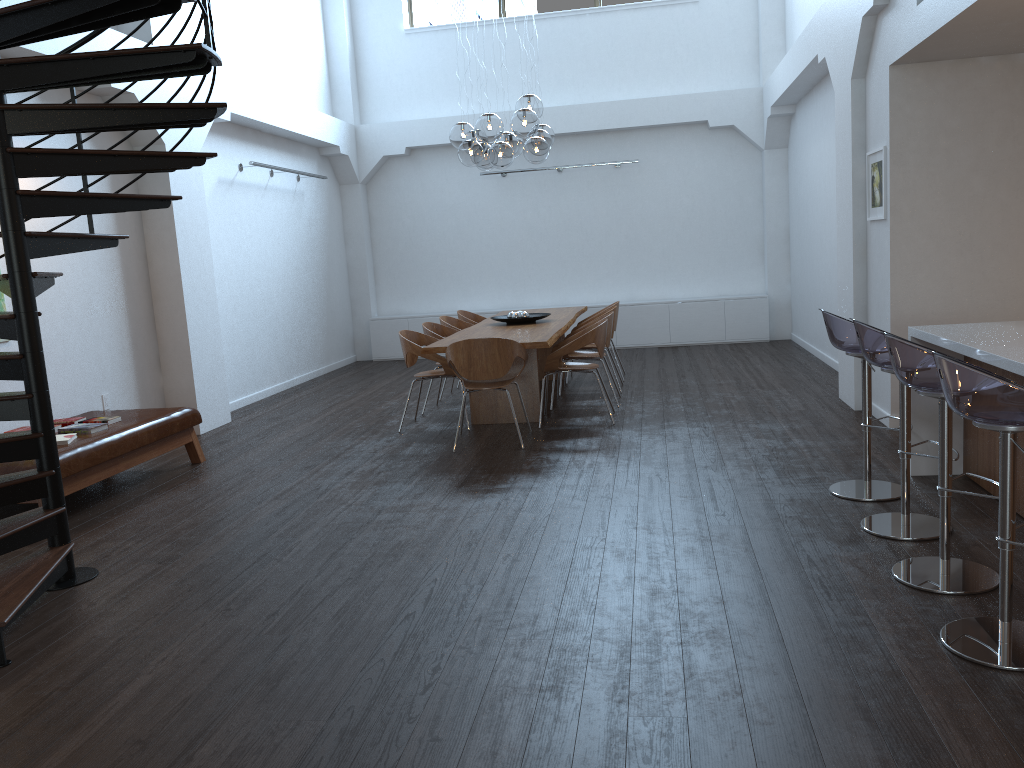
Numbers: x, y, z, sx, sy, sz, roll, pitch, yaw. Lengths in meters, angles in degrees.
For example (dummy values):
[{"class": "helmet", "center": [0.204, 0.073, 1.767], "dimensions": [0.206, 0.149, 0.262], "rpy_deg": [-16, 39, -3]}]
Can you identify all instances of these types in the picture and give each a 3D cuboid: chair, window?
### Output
[{"class": "chair", "center": [-0.638, -0.060, 7.583], "dimensions": [0.617, 0.830, 0.629], "rpy_deg": [-3, 9, 9]}, {"class": "chair", "center": [1.735, 0.284, 3.547], "dimensions": [0.481, 1.014, 0.530], "rpy_deg": [-3, 8, 7]}, {"class": "chair", "center": [-0.180, 0.034, 6.750], "dimensions": [0.629, 0.833, 0.618], "rpy_deg": [-3, 8, 4]}, {"class": "chair", "center": [-0.286, -0.418, 9.840], "dimensions": [0.618, 0.833, 0.629], "rpy_deg": [-3, 9, 9]}, {"class": "window", "center": [0.496, -5.834, 12.437], "dimensions": [3.970, 1.308, 0.005], "rpy_deg": [-3, 9, 9]}, {"class": "chair", "center": [0.529, -0.109, 7.386], "dimensions": [0.618, 0.833, 0.629], "rpy_deg": [-3, 8, 7]}, {"class": "chair", "center": [0.782, -0.350, 8.891], "dimensions": [0.618, 0.833, 0.629], "rpy_deg": [-3, 9, 9]}, {"class": "chair", "center": [1.849, 0.184, 4.166], "dimensions": [0.481, 1.014, 0.530], "rpy_deg": [-3, 8, 7]}, {"class": "chair", "center": [-0.418, -0.296, 9.080], "dimensions": [0.618, 0.833, 0.629], "rpy_deg": [-3, 9, 9]}, {"class": "chair", "center": [1.917, 0.087, 4.788], "dimensions": [0.481, 1.014, 0.530], "rpy_deg": [-2, 9, 11]}, {"class": "chair", "center": [-0.515, -0.178, 8.332], "dimensions": [0.618, 0.833, 0.629], "rpy_deg": [-2, 9, 11]}, {"class": "chair", "center": [0.899, -0.469, 9.640], "dimensions": [0.618, 0.833, 0.629], "rpy_deg": [-3, 9, 9]}, {"class": "chair", "center": [1.639, 0.382, 2.931], "dimensions": [0.481, 1.014, 0.530], "rpy_deg": [-2, 9, 11]}, {"class": "chair", "center": [0.665, -0.231, 8.145], "dimensions": [0.618, 0.833, 0.629], "rpy_deg": [-3, 9, 9]}]

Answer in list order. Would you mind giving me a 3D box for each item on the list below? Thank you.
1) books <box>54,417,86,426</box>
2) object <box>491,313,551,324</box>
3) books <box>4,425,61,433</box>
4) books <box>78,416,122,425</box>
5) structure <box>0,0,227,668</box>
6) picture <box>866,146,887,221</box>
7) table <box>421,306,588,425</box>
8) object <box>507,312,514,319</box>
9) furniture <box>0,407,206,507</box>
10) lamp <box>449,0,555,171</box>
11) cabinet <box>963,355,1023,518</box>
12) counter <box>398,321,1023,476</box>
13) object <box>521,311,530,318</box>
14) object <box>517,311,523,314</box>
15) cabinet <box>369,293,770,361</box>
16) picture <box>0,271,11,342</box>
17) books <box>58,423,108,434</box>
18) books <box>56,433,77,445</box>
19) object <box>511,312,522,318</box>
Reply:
[{"class": "books", "center": [-3.117, 0.266, 6.190], "dimensions": [0.224, 0.036, 0.161], "rpy_deg": [-3, 8, 4]}, {"class": "object", "center": [0.087, -0.626, 8.571], "dimensions": [0.592, 0.066, 0.592], "rpy_deg": [-9, 10, -32]}, {"class": "books", "center": [-3.165, 0.313, 5.866], "dimensions": [0.283, 0.043, 0.197], "rpy_deg": [-3, 9, 9]}, {"class": "books", "center": [-2.843, 0.257, 6.119], "dimensions": [0.224, 0.032, 0.161], "rpy_deg": [-3, 9, 9]}, {"class": "structure", "center": [-2.326, -1.195, 4.005], "dimensions": [1.998, 4.352, 1.998], "rpy_deg": [-9, 10, -30]}, {"class": "picture", "center": [2.645, -1.447, 6.441], "dimensions": [0.018, 0.500, 0.500], "rpy_deg": [-3, 9, 9]}, {"class": "table", "center": [0.114, -0.224, 8.636], "dimensions": [1.012, 0.750, 3.803], "rpy_deg": [-3, 9, 9]}, {"class": "object", "center": [0.001, -0.653, 8.598], "dimensions": [0.100, 0.100, 0.100], "rpy_deg": [-10, 10, -35]}, {"class": "furniture", "center": [-2.943, 0.526, 6.004], "dimensions": [0.907, 0.453, 1.819], "rpy_deg": [-3, 9, 9]}, {"class": "lamp", "center": [-0.123, -2.988, 7.909], "dimensions": [0.849, 2.140, 1.787], "rpy_deg": [-3, 9, 8]}, {"class": "cabinet", "center": [2.370, 0.458, 2.781], "dimensions": [0.898, 0.796, 4.493], "rpy_deg": [-3, 9, 9]}, {"class": "counter", "center": [1.714, 0.223, 4.511], "dimensions": [3.039, 0.860, 8.182], "rpy_deg": [-7, 9, -20]}, {"class": "object", "center": [0.122, -0.651, 8.569], "dimensions": [0.100, 0.100, 0.100], "rpy_deg": [-10, 10, -35]}, {"class": "object", "center": [0.079, -0.665, 8.662], "dimensions": [0.100, 0.100, 0.100], "rpy_deg": [-10, 10, -35]}, {"class": "cabinet", "center": [0.744, -0.796, 12.617], "dimensions": [5.580, 0.626, 0.478], "rpy_deg": [-3, 9, 9]}, {"class": "picture", "center": [-3.558, -0.804, 5.450], "dimensions": [0.010, 1.200, 1.095], "rpy_deg": [-3, 9, 9]}, {"class": "books", "center": [-2.827, 0.294, 5.851], "dimensions": [0.247, 0.040, 0.185], "rpy_deg": [-2, 9, 12]}, {"class": "books", "center": [-2.826, 0.347, 5.532], "dimensions": [0.161, 0.031, 0.223], "rpy_deg": [-6, 9, -13]}, {"class": "object", "center": [0.044, -0.642, 8.507], "dimensions": [0.100, 0.100, 0.100], "rpy_deg": [-10, 10, -35]}]
